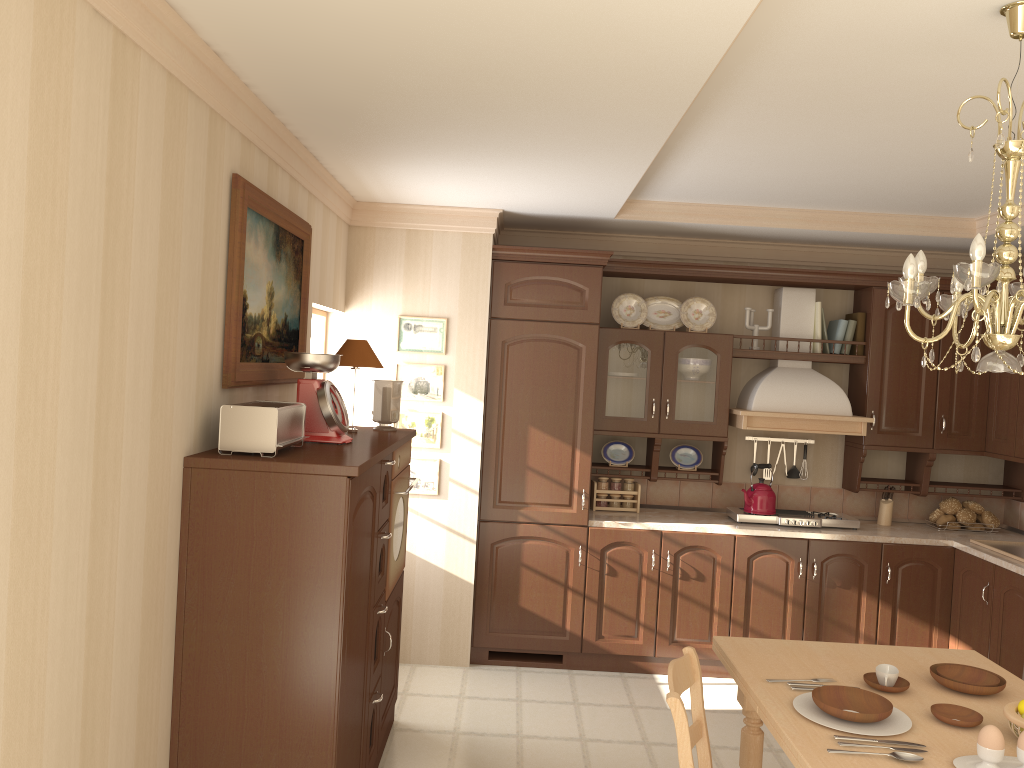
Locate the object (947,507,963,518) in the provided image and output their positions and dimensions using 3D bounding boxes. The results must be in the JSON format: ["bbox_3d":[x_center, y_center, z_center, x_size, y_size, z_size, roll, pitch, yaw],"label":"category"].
[{"bbox_3d":[2.667,0.771,5.334,0.113,0.092,0.110,2,1,-38],"label":"object"}]

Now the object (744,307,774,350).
[{"bbox_3d":[1.441,-0.326,5.289,0.163,0.248,0.174,2,1,-37],"label":"object"}]

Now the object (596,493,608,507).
[{"bbox_3d":[0.537,0.693,5.294,0.068,0.088,0.068,3,1,16],"label":"object"}]

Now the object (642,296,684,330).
[{"bbox_3d":[0.901,-0.426,5.316,0.342,0.209,0.073,3,1,1],"label":"object"}]

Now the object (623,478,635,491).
[{"bbox_3d":[0.699,0.601,5.304,0.068,0.088,0.068,3,1,16],"label":"object"}]

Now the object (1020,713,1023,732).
[{"bbox_3d":[1.322,0.865,2.242,0.074,0.076,0.072,3,1,-25],"label":"object"}]

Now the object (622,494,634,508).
[{"bbox_3d":[0.693,0.702,5.307,0.068,0.088,0.068,3,1,16],"label":"object"}]

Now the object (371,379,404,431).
[{"bbox_3d":[-0.558,0.093,3.936,0.144,0.220,0.144,3,1,-17],"label":"object"}]

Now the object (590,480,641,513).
[{"bbox_3d":[0.615,0.670,5.301,0.276,0.170,0.140,3,1,-4],"label":"object"}]

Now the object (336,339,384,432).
[{"bbox_3d":[-0.660,0.008,3.721,0.237,0.388,0.235,3,1,12],"label":"object"}]

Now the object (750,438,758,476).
[{"bbox_3d":[1.488,0.449,5.434,0.048,0.231,0.015,3,1,1],"label":"object"}]

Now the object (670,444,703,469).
[{"bbox_3d":[1.049,0.437,5.334,0.202,0.143,0.071,3,1,-2],"label":"object"}]

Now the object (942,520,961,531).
[{"bbox_3d":[2.610,0.836,5.278,0.114,0.058,0.119,2,1,-35],"label":"object"}]

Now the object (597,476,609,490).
[{"bbox_3d":[0.543,0.593,5.292,0.068,0.088,0.068,3,1,16],"label":"object"}]

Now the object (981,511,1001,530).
[{"bbox_3d":[2.822,0.803,5.232,0.117,0.106,0.097,2,2,-44],"label":"object"}]

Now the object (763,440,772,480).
[{"bbox_3d":[1.571,0.466,5.437,0.051,0.245,0.003,3,1,0],"label":"object"}]

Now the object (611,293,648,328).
[{"bbox_3d":[0.698,-0.438,5.259,0.220,0.210,0.068,3,1,-2],"label":"object"}]

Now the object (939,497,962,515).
[{"bbox_3d":[2.611,0.727,5.279,0.118,0.105,0.100,3,1,-5],"label":"object"}]

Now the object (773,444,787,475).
[{"bbox_3d":[1.648,0.463,5.436,0.089,0.195,0.005,3,1,0],"label":"object"}]

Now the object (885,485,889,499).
[{"bbox_3d":[2.260,0.707,5.362,0.052,0.191,0.027,2,2,-44],"label":"object"}]

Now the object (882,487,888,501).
[{"bbox_3d":[2.236,0.717,5.343,0.053,0.198,0.027,3,1,-16],"label":"object"}]

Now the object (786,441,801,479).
[{"bbox_3d":[1.734,0.466,5.448,0.088,0.236,0.028,3,1,0],"label":"object"}]

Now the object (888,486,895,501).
[{"bbox_3d":[2.271,0.714,5.331,0.053,0.198,0.027,3,1,-16],"label":"object"}]

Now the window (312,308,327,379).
[{"bbox_3d":[-1.061,0.164,4.452,0.050,1.100,0.765,3,1,0],"label":"window"}]

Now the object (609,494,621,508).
[{"bbox_3d":[0.615,0.698,5.301,0.068,0.088,0.068,3,1,16],"label":"object"}]

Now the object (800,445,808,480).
[{"bbox_3d":[1.793,0.481,5.435,0.049,0.219,0.049,3,1,-22],"label":"object"}]

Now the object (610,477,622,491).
[{"bbox_3d":[0.621,0.597,5.298,0.068,0.088,0.068,3,1,16],"label":"object"}]

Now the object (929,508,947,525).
[{"bbox_3d":[2.559,0.795,5.325,0.123,0.109,0.092,2,1,-32],"label":"object"}]

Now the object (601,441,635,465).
[{"bbox_3d":[0.638,0.414,5.337,0.202,0.143,0.071,3,1,-2],"label":"object"}]

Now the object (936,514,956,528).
[{"bbox_3d":[2.571,0.815,5.256,0.114,0.092,0.104,2,2,-43],"label":"object"}]

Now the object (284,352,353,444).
[{"bbox_3d":[-0.712,0.048,3.233,0.263,0.317,0.218,3,1,4],"label":"object"}]

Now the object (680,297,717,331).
[{"bbox_3d":[1.104,-0.416,5.259,0.220,0.210,0.068,3,1,-2],"label":"object"}]

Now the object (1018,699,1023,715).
[{"bbox_3d":[1.335,0.842,2.297,0.045,0.047,0.055,4,1,32],"label":"object"}]

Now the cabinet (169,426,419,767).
[{"bbox_3d":[-0.713,0.883,3.323,0.538,1.349,1.513,3,1,0],"label":"cabinet"}]

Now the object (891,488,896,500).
[{"bbox_3d":[2.292,0.704,5.363,0.050,0.159,0.022,2,1,-30],"label":"object"}]

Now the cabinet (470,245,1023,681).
[{"bbox_3d":[1.438,0.499,4.271,3.226,2.313,2.436,3,1,0],"label":"cabinet"}]

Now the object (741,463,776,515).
[{"bbox_3d":[1.432,0.601,5.108,0.181,0.282,0.227,4,1,23],"label":"object"}]

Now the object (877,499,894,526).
[{"bbox_3d":[2.254,0.770,5.339,0.078,0.148,0.151,4,1,38],"label":"object"}]

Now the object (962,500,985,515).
[{"bbox_3d":[2.751,0.736,5.296,0.112,0.078,0.125,3,1,-6],"label":"object"}]

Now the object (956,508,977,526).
[{"bbox_3d":[2.679,0.783,5.233,0.110,0.102,0.115,4,1,29],"label":"object"}]

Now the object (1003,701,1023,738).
[{"bbox_3d":[1.376,0.880,2.246,0.235,0.068,0.235,2,2,-43],"label":"object"}]

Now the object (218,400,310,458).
[{"bbox_3d":[-0.780,0.138,2.833,0.192,0.150,0.360,3,1,0],"label":"object"}]
